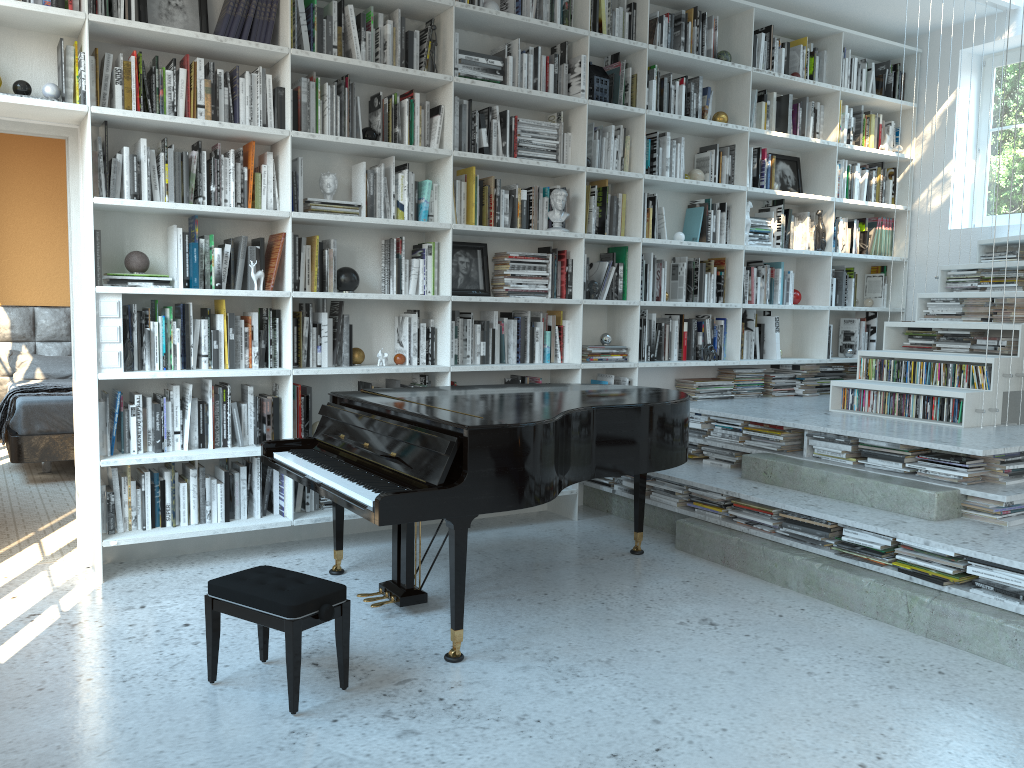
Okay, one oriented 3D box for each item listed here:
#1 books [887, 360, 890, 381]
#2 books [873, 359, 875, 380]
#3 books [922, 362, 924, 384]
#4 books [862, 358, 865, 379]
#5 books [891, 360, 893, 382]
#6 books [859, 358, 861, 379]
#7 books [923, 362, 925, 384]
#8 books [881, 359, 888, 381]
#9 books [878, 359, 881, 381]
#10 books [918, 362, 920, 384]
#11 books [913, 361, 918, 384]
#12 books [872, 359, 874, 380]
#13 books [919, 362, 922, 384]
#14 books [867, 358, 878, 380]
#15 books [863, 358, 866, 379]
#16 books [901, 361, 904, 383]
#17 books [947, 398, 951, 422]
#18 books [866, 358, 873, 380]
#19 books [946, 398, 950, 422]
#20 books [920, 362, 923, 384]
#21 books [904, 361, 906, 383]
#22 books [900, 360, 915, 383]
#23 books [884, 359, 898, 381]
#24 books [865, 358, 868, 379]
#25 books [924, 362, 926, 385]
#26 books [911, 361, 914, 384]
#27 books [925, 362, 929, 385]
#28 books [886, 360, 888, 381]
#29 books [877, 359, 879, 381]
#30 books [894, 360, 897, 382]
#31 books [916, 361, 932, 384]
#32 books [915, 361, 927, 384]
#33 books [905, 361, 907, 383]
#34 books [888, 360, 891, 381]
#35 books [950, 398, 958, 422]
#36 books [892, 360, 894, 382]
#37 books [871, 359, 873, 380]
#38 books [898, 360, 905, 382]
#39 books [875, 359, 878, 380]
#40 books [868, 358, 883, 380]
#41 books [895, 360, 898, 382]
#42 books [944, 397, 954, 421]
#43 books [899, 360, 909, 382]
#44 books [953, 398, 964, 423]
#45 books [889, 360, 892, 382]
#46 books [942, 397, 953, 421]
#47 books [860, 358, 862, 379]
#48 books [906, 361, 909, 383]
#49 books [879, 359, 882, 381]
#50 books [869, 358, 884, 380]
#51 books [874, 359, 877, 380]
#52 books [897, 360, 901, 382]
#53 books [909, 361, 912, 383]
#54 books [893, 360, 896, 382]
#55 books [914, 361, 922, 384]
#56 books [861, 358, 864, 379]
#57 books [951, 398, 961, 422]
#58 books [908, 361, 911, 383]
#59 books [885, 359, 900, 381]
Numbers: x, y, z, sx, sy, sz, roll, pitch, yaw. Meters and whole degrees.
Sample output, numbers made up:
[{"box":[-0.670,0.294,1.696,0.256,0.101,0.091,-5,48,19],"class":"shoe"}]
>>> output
[{"box":[2.235,-0.079,5.174,0.125,0.125,0.007,-2,6,-31],"class":"books"},{"box":[2.186,-0.086,5.253,0.125,0.125,0.007,-2,6,-31],"class":"books"},{"box":[2.349,-0.062,4.989,0.125,0.125,0.008,-2,6,-31],"class":"books"},{"box":[2.147,-0.092,5.317,0.125,0.125,0.008,-2,6,-31],"class":"books"},{"box":[2.247,-0.077,5.155,0.125,0.125,0.008,-2,6,-31],"class":"books"},{"box":[2.135,-0.094,5.337,0.125,0.125,0.008,-2,6,-31],"class":"books"},{"box":[2.352,-0.061,4.983,0.125,0.125,0.008,-2,6,-31],"class":"books"},{"box":[2.212,-0.082,5.211,0.125,0.125,0.010,-2,6,-31],"class":"books"},{"box":[2.202,-0.084,5.228,0.125,0.125,0.008,-2,6,-31],"class":"books"},{"box":[2.337,-0.064,5.008,0.125,0.125,0.008,-2,6,-31],"class":"books"},{"box":[2.320,-0.066,5.036,0.125,0.125,0.007,-2,6,-31],"class":"books"},{"box":[2.182,-0.087,5.261,0.125,0.125,0.008,-2,6,-31],"class":"books"},{"box":[2.341,-0.063,5.001,0.125,0.125,0.008,-2,6,-31],"class":"books"},{"box":[2.163,-0.090,5.291,0.125,0.125,0.007,-2,6,-31],"class":"books"},{"box":[2.151,-0.091,5.310,0.125,0.125,0.007,-2,6,-31],"class":"books"},{"box":[2.283,-0.072,5.095,0.125,0.125,0.012,-2,6,-31],"class":"books"},{"box":[2.356,0.136,4.706,0.125,0.125,0.014,-2,6,-31],"class":"books"},{"box":[2.159,-0.090,5.298,0.125,0.125,0.009,-2,6,-31],"class":"books"},{"box":[2.350,0.135,4.716,0.125,0.125,0.010,-2,6,-31],"class":"books"},{"box":[2.345,-0.062,4.995,0.125,0.125,0.008,-2,6,-31],"class":"books"},{"box":[2.289,-0.071,5.085,0.125,0.125,0.010,-2,6,-31],"class":"books"},{"box":[2.278,-0.072,5.104,0.125,0.125,0.008,-2,6,-31],"class":"books"},{"box":[2.222,-0.081,5.194,0.125,0.125,0.007,-2,6,-31],"class":"books"},{"box":[2.155,-0.091,5.304,0.125,0.125,0.008,-2,6,-31],"class":"books"},{"box":[2.356,-0.061,4.976,0.125,0.125,0.007,-2,6,-31],"class":"books"},{"box":[2.315,-0.067,5.043,0.125,0.125,0.010,-2,6,-31],"class":"books"},{"box":[2.360,-0.060,4.970,0.125,0.125,0.008,-2,6,-31],"class":"books"},{"box":[2.231,-0.080,5.181,0.125,0.125,0.009,-2,6,-31],"class":"books"},{"box":[2.198,-0.084,5.234,0.125,0.125,0.008,-2,6,-31],"class":"books"},{"box":[2.259,-0.075,5.135,0.125,0.125,0.007,-2,6,-31],"class":"books"},{"box":[2.332,-0.064,5.016,0.125,0.125,0.010,-2,6,-31],"class":"books"},{"box":[2.328,-0.065,5.023,0.125,0.125,0.007,-2,6,-31],"class":"books"},{"box":[2.293,-0.070,5.079,0.125,0.125,0.009,-2,6,-31],"class":"books"},{"box":[2.239,-0.078,5.167,0.125,0.125,0.008,-2,6,-31],"class":"books"},{"box":[2.362,0.137,4.696,0.125,0.125,0.010,-2,6,-31],"class":"books"},{"box":[2.251,-0.077,5.148,0.125,0.125,0.008,-2,6,-31],"class":"books"},{"box":[2.176,-0.088,5.270,0.125,0.125,0.012,-2,6,-31],"class":"books"},{"box":[2.271,-0.074,5.116,0.125,0.125,0.008,-2,6,-31],"class":"books"},{"box":[2.194,-0.085,5.241,0.125,0.125,0.007,-2,6,-31],"class":"books"},{"box":[2.167,-0.089,5.285,0.125,0.125,0.008,-2,6,-31],"class":"books"},{"box":[2.263,-0.075,5.128,0.125,0.125,0.007,-2,6,-31],"class":"books"},{"box":[2.345,0.135,4.724,0.125,0.125,0.007,-2,6,-31],"class":"books"},{"box":[2.274,-0.073,5.110,0.125,0.125,0.008,-2,6,-31],"class":"books"},{"box":[2.373,0.139,4.678,0.125,0.125,0.009,-2,6,-31],"class":"books"},{"box":[2.243,-0.078,5.161,0.125,0.125,0.008,-2,6,-31],"class":"books"},{"box":[2.340,0.134,4.732,0.125,0.125,0.009,-2,6,-31],"class":"books"},{"box":[2.139,-0.093,5.330,0.125,0.125,0.008,-2,6,-31],"class":"books"},{"box":[2.298,-0.069,5.071,0.125,0.125,0.007,-2,6,-31],"class":"books"},{"box":[2.207,-0.083,5.220,0.125,0.125,0.010,-2,6,-31],"class":"books"},{"box":[2.171,-0.088,5.277,0.125,0.125,0.010,-2,6,-31],"class":"books"},{"box":[2.190,-0.086,5.247,0.125,0.125,0.007,-2,6,-31],"class":"books"},{"box":[2.267,-0.074,5.122,0.125,0.125,0.007,-2,6,-31],"class":"books"},{"box":[2.309,-0.068,5.053,0.125,0.125,0.014,-2,6,-31],"class":"books"},{"box":[2.255,-0.076,5.141,0.125,0.125,0.008,-2,6,-31],"class":"books"},{"box":[2.324,-0.066,5.029,0.125,0.125,0.007,-2,6,-31],"class":"books"},{"box":[2.143,-0.093,5.324,0.125,0.125,0.009,-2,6,-31],"class":"books"},{"box":[2.368,0.138,4.687,0.125,0.125,0.013,-2,6,-31],"class":"books"},{"box":[2.303,-0.069,5.063,0.125,0.125,0.010,-2,6,-31],"class":"books"},{"box":[2.227,-0.080,5.187,0.125,0.125,0.009,-2,6,-31],"class":"books"}]
